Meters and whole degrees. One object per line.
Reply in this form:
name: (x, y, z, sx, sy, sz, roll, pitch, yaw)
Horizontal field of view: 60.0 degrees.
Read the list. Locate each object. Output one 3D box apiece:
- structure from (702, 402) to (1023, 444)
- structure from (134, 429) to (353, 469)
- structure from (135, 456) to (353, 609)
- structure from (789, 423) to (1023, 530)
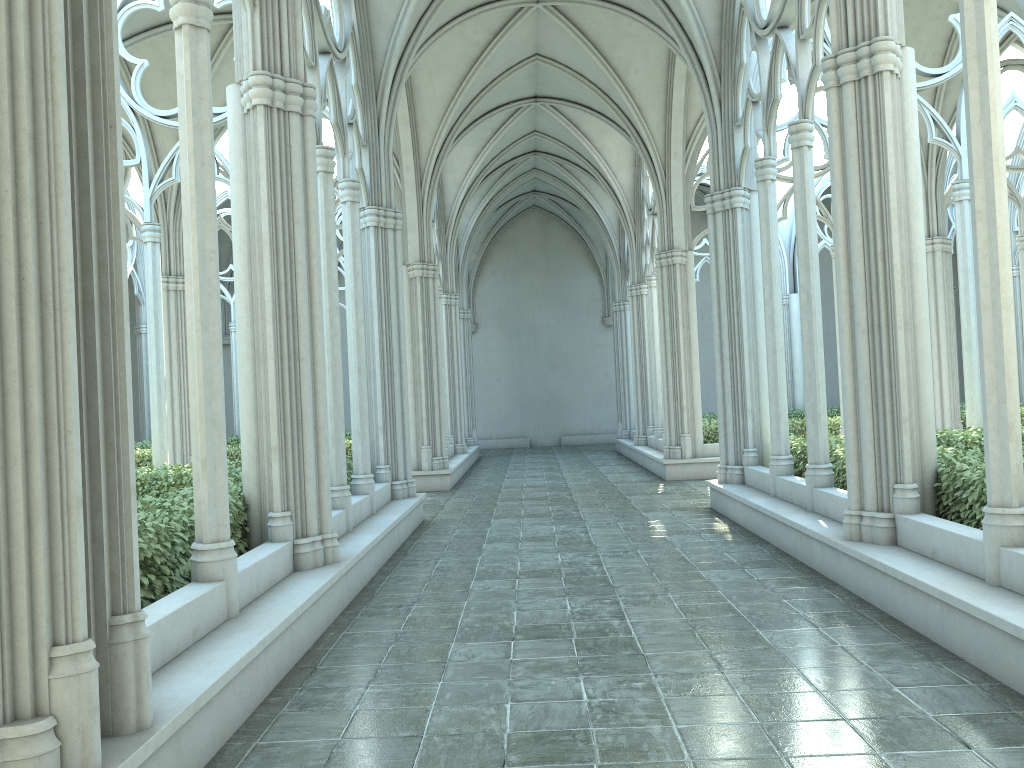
structure: (7.410, 1.046, 20.134, 7.995, 0.963, 8.018, -3, -1, 1)
structure: (-5.659, 1.668, 20.401, 7.995, 0.963, 8.018, -3, -1, 1)
structure: (-5.931, 1.446, 7.341, 7.995, 0.963, 8.018, -3, -1, 1)
structure: (7.129, 0.824, 7.074, 7.995, 0.963, 8.018, -3, -1, 1)
